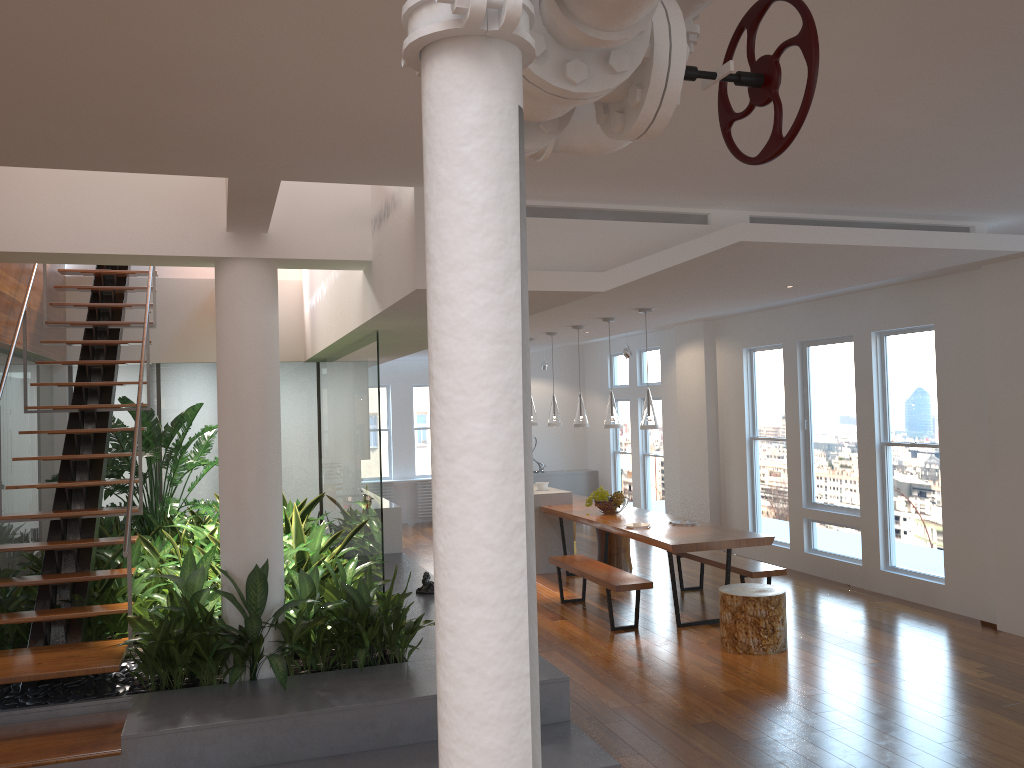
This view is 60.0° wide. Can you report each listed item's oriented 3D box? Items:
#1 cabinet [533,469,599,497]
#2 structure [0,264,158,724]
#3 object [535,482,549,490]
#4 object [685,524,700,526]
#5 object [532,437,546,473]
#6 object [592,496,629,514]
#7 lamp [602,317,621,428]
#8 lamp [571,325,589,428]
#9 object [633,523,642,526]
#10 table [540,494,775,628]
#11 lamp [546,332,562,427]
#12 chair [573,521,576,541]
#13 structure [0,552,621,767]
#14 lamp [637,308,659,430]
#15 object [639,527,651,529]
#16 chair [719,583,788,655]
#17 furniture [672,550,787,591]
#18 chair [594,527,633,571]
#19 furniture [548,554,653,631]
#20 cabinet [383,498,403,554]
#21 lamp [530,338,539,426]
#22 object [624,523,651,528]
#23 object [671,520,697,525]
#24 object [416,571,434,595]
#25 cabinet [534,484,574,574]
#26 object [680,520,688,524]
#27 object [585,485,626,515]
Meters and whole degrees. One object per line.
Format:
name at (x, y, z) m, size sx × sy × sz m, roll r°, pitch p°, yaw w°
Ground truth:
cabinet at (0.665, 1.726, 13.751) m, size 1.309 × 0.725 × 0.420 m, roll -1°, pitch -2°, yaw -18°
structure at (-2.323, -0.273, 6.717) m, size 2.552 × 4.265 × 4.591 m, roll -1°, pitch -2°, yaw -18°
object at (0.331, 1.125, 9.734) m, size 0.152 × 0.082 × 0.152 m, roll -3°, pitch -2°, yaw 32°
object at (1.527, 1.191, 7.532) m, size 0.158 × 0.017 × 0.019 m, roll -1°, pitch -2°, yaw -23°
object at (0.296, 1.087, 13.607) m, size 0.210 × 0.563 × 0.590 m, roll -3°, pitch -2°, yaw 43°
object at (0.948, 1.172, 8.531) m, size 0.360 × 0.159 × 0.360 m, roll -3°, pitch -2°, yaw 35°
lamp at (0.886, -0.133, 7.967) m, size 0.160 × 1.060 × 0.160 m, roll -2°, pitch -2°, yaw 9°
lamp at (0.660, -0.109, 8.654) m, size 0.160 × 1.060 × 0.160 m, roll -2°, pitch -2°, yaw 9°
object at (1.066, 1.199, 7.542) m, size 0.079 × 0.030 × 0.070 m, roll -3°, pitch -2°, yaw 35°
table at (0.668, 1.629, 9.492) m, size 0.893 × 0.704 × 5.996 m, roll -1°, pitch -2°, yaw -18°
lamp at (0.434, -0.084, 9.340) m, size 0.160 × 1.060 × 0.160 m, roll -2°, pitch -2°, yaw 9°
chair at (0.592, 1.826, 11.658) m, size 0.344 × 0.430 × 0.549 m, roll -1°, pitch -2°, yaw -14°
structure at (-1.856, 1.784, 6.098) m, size 3.088 × 0.386 × 5.584 m, roll -1°, pitch -2°, yaw -18°
lamp at (1.111, -0.158, 7.281) m, size 0.160 × 1.060 × 0.160 m, roll -2°, pitch -2°, yaw 9°
object at (1.095, 1.204, 7.410) m, size 0.149 × 0.014 × 0.044 m, roll -1°, pitch -2°, yaw -20°
chair at (1.715, 1.665, 6.314) m, size 0.460 × 0.400 × 0.460 m, roll -1°, pitch -2°, yaw -8°
furniture at (1.842, 1.710, 7.764) m, size 0.316 × 0.389 × 1.433 m, roll -1°, pitch -2°, yaw -18°
chair at (1.087, 1.747, 9.491) m, size 0.396 × 0.455 × 0.402 m, roll -1°, pitch -2°, yaw -28°
furniture at (0.709, 1.732, 7.391) m, size 0.316 × 0.389 × 1.433 m, roll -1°, pitch -2°, yaw -18°
cabinet at (-2.116, 0.967, 10.694) m, size 0.676 × 2.280 × 4.565 m, roll -1°, pitch -2°, yaw -18°
lamp at (0.209, -0.059, 10.026) m, size 0.160 × 1.060 × 0.160 m, roll -2°, pitch -2°, yaw 9°
object at (1.066, 1.205, 7.542) m, size 0.222 × 0.020 × 0.222 m, roll -2°, pitch -2°, yaw 22°
object at (1.482, 1.196, 7.629) m, size 0.222 × 0.020 × 0.222 m, roll -1°, pitch -2°, yaw -26°
object at (-0.651, 1.496, 6.690) m, size 0.181 × 0.155 × 0.216 m, roll -3°, pitch -2°, yaw 36°
cabinet at (-0.087, 1.620, 10.715) m, size 0.597 × 0.832 × 2.936 m, roll -1°, pitch -2°, yaw -18°
object at (1.482, 1.190, 7.629) m, size 0.079 × 0.030 × 0.070 m, roll -2°, pitch -2°, yaw 25°
object at (0.918, 1.110, 8.538) m, size 0.292 × 0.284 × 0.394 m, roll -3°, pitch -2°, yaw 36°
